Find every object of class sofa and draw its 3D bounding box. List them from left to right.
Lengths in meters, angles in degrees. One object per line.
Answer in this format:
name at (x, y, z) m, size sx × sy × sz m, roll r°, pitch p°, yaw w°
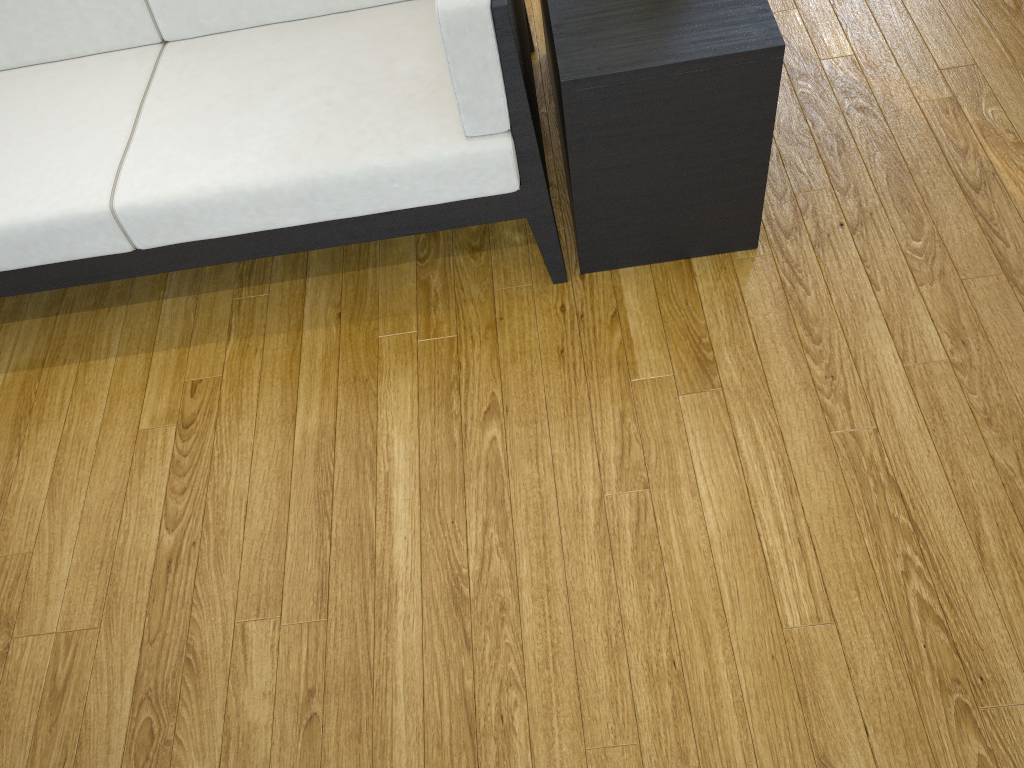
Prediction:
sofa at (-0.988, 0.018, 1.387) m, size 5.338 × 0.689 × 9.580 m, roll -8°, pitch 56°, yaw 4°

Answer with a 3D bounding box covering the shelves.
shelves at (0.252, -0.666, 1.763) m, size 0.349 × 0.458 × 0.719 m, roll -8°, pitch 56°, yaw 4°
